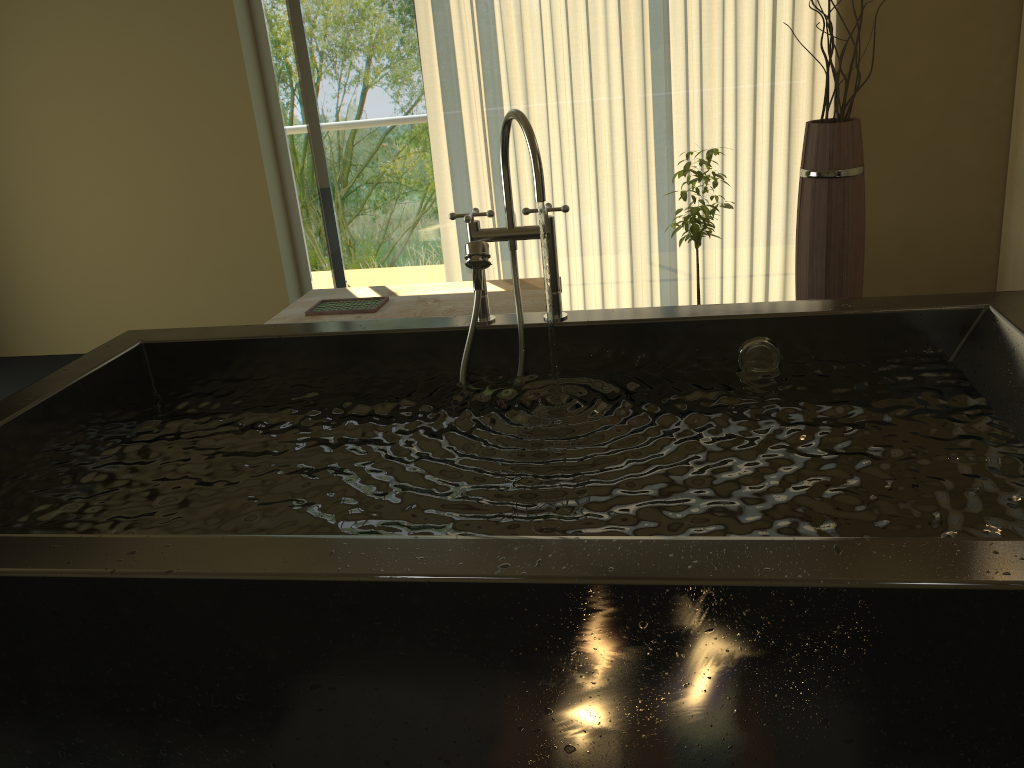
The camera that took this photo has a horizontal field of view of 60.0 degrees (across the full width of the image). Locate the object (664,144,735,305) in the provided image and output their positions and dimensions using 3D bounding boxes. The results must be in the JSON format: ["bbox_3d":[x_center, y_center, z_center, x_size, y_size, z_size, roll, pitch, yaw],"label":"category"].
[{"bbox_3d":[0.724,-0.449,3.400,0.267,0.925,0.243,-22,26,-37],"label":"object"}]

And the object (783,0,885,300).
[{"bbox_3d":[1.124,-1.057,3.153,0.463,2.169,0.469,-16,22,-26],"label":"object"}]

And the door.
[{"bbox_3d":[-0.672,-1.349,4.222,1.037,2.322,0.063,-2,20,10],"label":"door"}]

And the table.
[{"bbox_3d":[-0.361,-0.157,3.666,1.124,0.398,0.516,-2,21,11],"label":"table"}]

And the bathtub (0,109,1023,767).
[{"bbox_3d":[0.010,0.144,1.570,2.132,1.156,1.073,-2,21,11],"label":"bathtub"}]

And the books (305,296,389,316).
[{"bbox_3d":[-0.664,-0.315,3.581,0.294,0.014,0.182,-2,21,11],"label":"books"}]

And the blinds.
[{"bbox_3d":[0.504,-1.453,3.731,1.944,2.568,0.064,-2,20,10],"label":"blinds"}]
